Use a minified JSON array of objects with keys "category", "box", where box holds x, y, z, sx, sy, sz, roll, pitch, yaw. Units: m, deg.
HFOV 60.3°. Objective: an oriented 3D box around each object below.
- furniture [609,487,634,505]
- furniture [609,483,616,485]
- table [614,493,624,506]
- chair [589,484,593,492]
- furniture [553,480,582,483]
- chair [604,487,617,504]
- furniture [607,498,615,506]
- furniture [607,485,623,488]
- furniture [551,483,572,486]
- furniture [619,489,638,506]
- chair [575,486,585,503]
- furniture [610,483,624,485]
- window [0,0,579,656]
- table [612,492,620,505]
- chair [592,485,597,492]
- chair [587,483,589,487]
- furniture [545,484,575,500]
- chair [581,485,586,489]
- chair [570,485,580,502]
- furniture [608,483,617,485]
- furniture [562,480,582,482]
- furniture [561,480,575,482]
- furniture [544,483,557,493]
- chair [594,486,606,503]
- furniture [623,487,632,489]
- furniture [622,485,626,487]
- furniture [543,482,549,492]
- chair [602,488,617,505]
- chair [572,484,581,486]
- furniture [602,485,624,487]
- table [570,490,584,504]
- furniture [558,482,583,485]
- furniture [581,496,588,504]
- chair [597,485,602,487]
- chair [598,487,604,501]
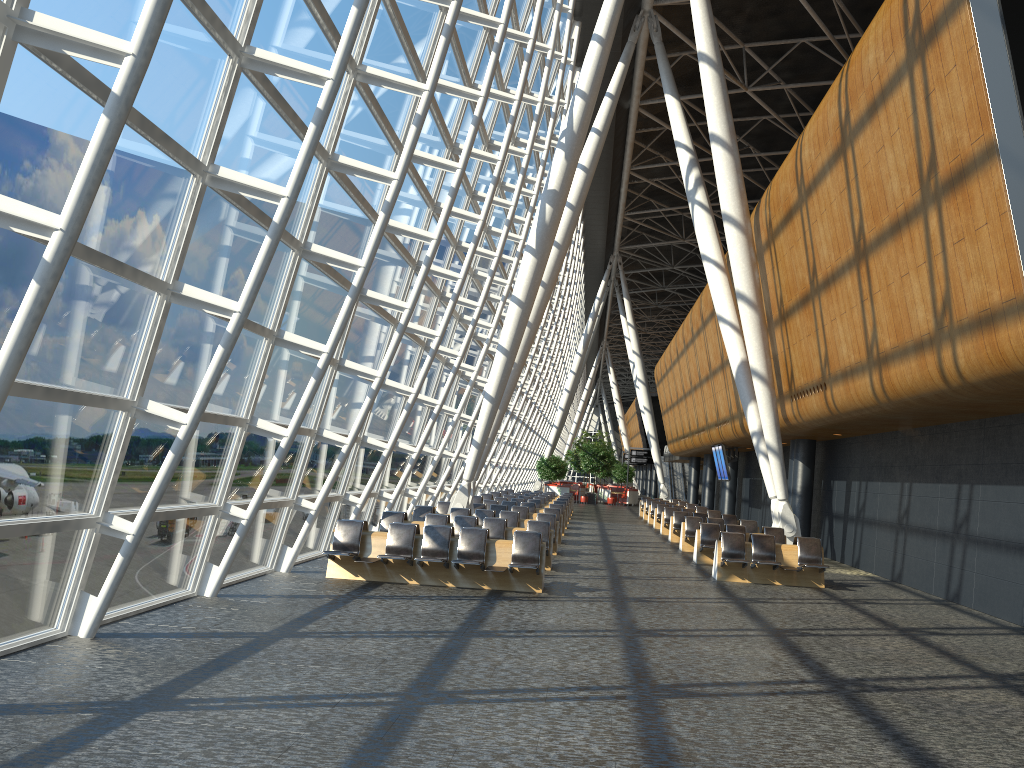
[{"category":"furniture","box":[6.915,7.168,56.624,0.891,1.007,2.828,4,-5,-27]},{"category":"furniture","box":[11.955,11.753,100.217,1.895,0.869,1.666,3,-4,5]},{"category":"table","box":[6.257,6.848,52.375,0.797,0.750,0.802,2,-3,21]},{"category":"chair","box":[6.335,8.250,68.176,0.661,1.010,0.623,4,-1,-10]},{"category":"furniture","box":[5.876,10.838,94.483,3.249,0.869,1.666,3,-4,5]},{"category":"chair","box":[6.092,6.913,54.490,0.625,1.010,0.659,4,-1,-40]},{"category":"furniture","box":[5.852,6.939,52.055,0.442,0.460,0.445,3,-2,17]},{"category":"furniture","box":[7.559,7.928,64.091,0.891,1.007,2.828,4,-5,-27]},{"category":"furniture","box":[3.495,7.371,60.829,0.891,1.007,2.828,4,-5,-27]},{"category":"furniture","box":[7.175,6.899,53.678,0.887,1.006,2.842,3,-5,18]},{"category":"chair","box":[3.957,6.648,53.055,0.659,1.010,0.625,3,-1,30]},{"category":"furniture","box":[11.697,11.449,97.228,1.895,0.869,1.666,3,-4,5]},{"category":"window","box":[4.218,2.716,79.897,3.717,14.014,166.844,3,-5,5]},{"category":"table","box":[6.514,7.010,53.889,0.797,0.750,0.802,2,-3,21]},{"category":"chair","box":[6.303,7.871,64.277,0.659,1.010,0.625,2,-1,40]},{"category":"chair","box":[5.958,8.579,71.823,0.661,1.010,0.623,4,-1,-10]},{"category":"furniture","box":[2.850,6.612,53.362,0.891,1.007,2.828,4,-5,-27]},{"category":"chair","box":[4.601,7.407,60.522,0.659,1.010,0.625,3,-1,30]},{"category":"chair","box":[3.717,6.764,54.410,0.621,1.010,0.663,3,-1,30]},{"category":"furniture","box":[12.213,12.057,103.206,1.895,0.869,1.666,3,-4,5]},{"category":"furniture","box":[6.392,11.447,100.461,3.249,0.869,1.666,3,-4,5]},{"category":"furniture","box":[6.134,11.143,97.472,3.249,0.869,1.666,3,-4,5]},{"category":"furniture","box":[2.590,6.881,56.308,0.887,1.006,2.842,3,-5,18]},{"category":"chair","box":[5.658,7.111,56.810,0.659,1.010,0.625,2,-1,40]},{"category":"furniture","box":[7.820,7.658,61.145,0.887,1.006,2.842,3,-5,18]},{"category":"furniture","box":[8.790,8.619,70.495,0.888,1.006,2.839,3,-5,3]},{"category":"furniture","box":[4.328,9.014,76.551,3.249,0.869,1.666,3,-4,5]},{"category":"chair","box":[5.945,6.798,53.387,0.663,1.010,0.621,4,-1,-40]},{"category":"chair","box":[4.362,7.524,61.877,0.621,1.010,0.663,3,-1,30]},{"category":"furniture","box":[7.545,8.286,67.812,2.840,1.008,0.887,8,-4,-42]},{"category":"table","box":[3.811,6.667,52.003,0.801,0.750,0.799,5,-3,-24]},{"category":"furniture","box":[4.888,8.570,72.387,2.840,1.008,0.887,8,-4,-42]},{"category":"furniture","box":[4.250,6.815,51.757,0.445,0.460,0.442,5,-3,-42]},{"category":"chair","box":[6.483,7.769,63.111,0.621,1.010,0.663,3,-1,40]},{"category":"chair","box":[5.838,7.009,55.643,0.621,1.010,0.663,3,-1,40]}]
